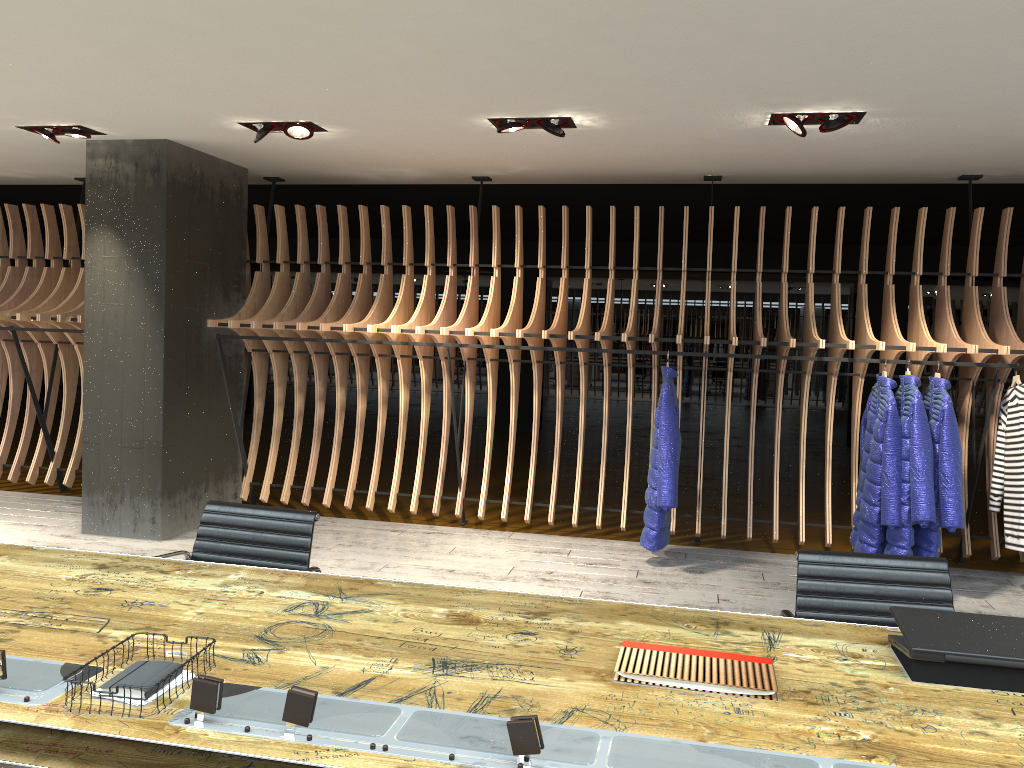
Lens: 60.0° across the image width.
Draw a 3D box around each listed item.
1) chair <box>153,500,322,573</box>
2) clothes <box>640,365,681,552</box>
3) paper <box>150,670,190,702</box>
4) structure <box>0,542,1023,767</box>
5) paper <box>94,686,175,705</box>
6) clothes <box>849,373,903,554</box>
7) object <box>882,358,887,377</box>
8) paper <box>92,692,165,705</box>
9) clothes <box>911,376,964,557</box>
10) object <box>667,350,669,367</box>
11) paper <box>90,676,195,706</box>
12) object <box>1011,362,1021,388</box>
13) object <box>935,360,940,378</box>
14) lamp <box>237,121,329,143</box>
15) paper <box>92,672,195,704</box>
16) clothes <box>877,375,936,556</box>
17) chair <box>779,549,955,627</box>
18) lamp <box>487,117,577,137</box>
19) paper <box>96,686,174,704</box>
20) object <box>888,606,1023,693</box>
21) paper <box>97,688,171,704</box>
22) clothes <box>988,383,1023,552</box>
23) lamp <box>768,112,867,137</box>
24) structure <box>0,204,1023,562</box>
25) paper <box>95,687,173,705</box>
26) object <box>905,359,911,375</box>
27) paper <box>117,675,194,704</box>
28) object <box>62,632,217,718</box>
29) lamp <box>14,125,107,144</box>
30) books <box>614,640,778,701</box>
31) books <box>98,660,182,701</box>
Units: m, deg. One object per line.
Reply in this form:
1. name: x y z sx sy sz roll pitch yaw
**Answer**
1. chair: -1.035 0.900 3.097 0.693 0.859 0.668 2 3 8
2. clothes: 1.031 0.489 6.123 0.245 1.238 0.886 2 3 9
3. paper: -0.803 0.655 1.946 0.130 0.003 0.176 3 4 10
4. structure: -2.334 0.893 2.632 10.452 0.843 1.163 3 3 12
5. paper: -0.801 0.654 1.932 0.130 0.004 0.176 3 4 16
6. clothes: 2.408 0.554 5.914 0.242 1.259 0.880 2 3 9
7. object: 2.429 -0.023 5.794 0.012 0.292 0.523 2 3 12
8. paper: -0.801 0.654 1.932 0.130 0.004 0.176 3 4 14
9. clothes: 2.705 0.566 5.771 0.245 1.238 0.886 2 3 9
10. object: 1.065 -0.098 6.063 0.012 0.270 0.525 2 3 12
11. paper: -0.801 0.655 1.932 0.130 0.004 0.176 3 4 20
12. object: 3.186 0.021 5.591 0.012 0.312 0.518 2 3 12
13. object: 2.739 -0.021 5.711 0.012 0.270 0.525 2 3 12
14. lamp: -1.435 -1.652 5.567 0.493 0.292 0.269 3 3 12
15. paper: -0.801 0.652 1.932 0.130 0.004 0.176 3 4 18
16. clothes: 2.514 0.560 5.730 0.249 1.245 0.884 2 3 9
17. chair: 1.129 0.999 2.653 0.693 0.859 0.668 2 3 -2
18. lamp: 0.124 -1.580 5.240 0.493 0.294 0.269 3 3 12
19. paper: -0.801 0.653 1.932 0.130 0.004 0.176 3 4 17
20. object: 1.147 0.654 2.178 0.373 0.111 0.261 3 3 12
21. paper: -0.801 0.653 1.932 0.130 0.004 0.176 3 4 17
22. clothes: 3.164 0.528 5.512 0.128 1.061 0.753 2 3 10
23. lamp: 1.684 -1.512 4.913 0.493 0.285 0.269 3 3 12
24. structure: -7.011 -0.030 1.037 36.558 2.438 14.893 3 4 12
25. paper: -0.801 0.654 1.932 0.130 0.004 0.176 3 4 16
26. object: 2.560 -0.020 5.732 0.012 0.291 0.523 2 3 12
27. paper: -0.801 0.653 1.932 0.130 0.004 0.176 3 4 19
28. object: -0.801 0.629 1.929 0.209 0.071 0.302 2 3 6
29. lamp: -2.995 -1.722 5.895 0.493 0.295 0.269 3 3 12
30. books: 0.436 0.676 2.107 0.366 0.026 0.213 3 4 12
31. books: -0.805 0.640 1.926 0.110 0.025 0.155 2 4 7
